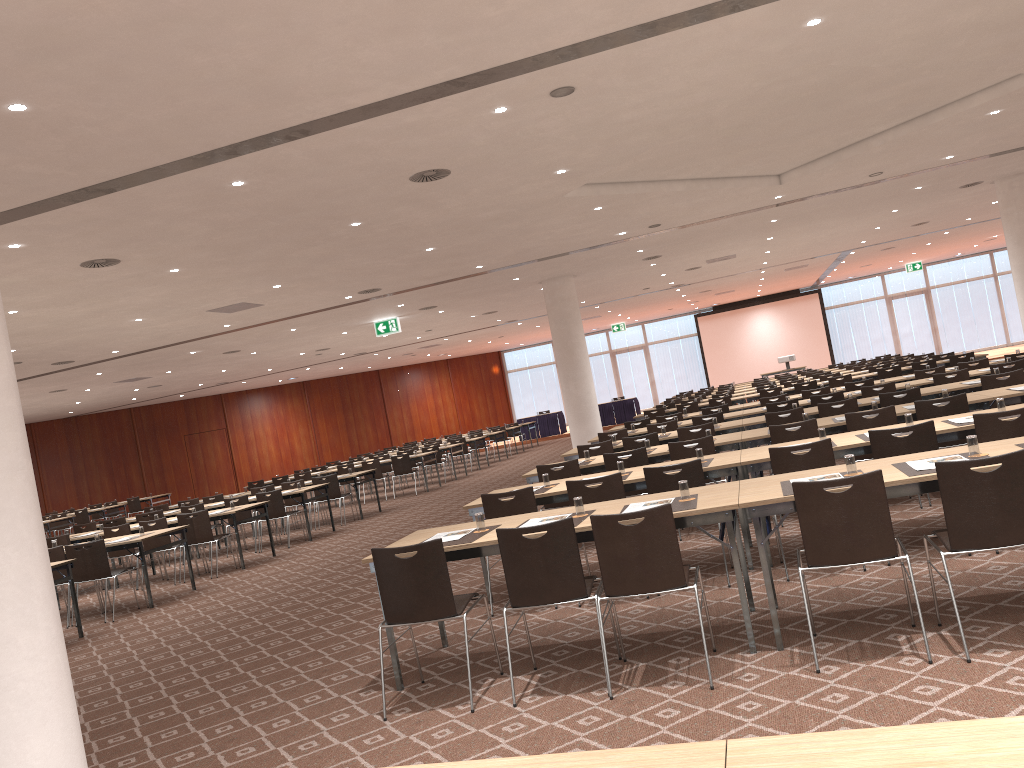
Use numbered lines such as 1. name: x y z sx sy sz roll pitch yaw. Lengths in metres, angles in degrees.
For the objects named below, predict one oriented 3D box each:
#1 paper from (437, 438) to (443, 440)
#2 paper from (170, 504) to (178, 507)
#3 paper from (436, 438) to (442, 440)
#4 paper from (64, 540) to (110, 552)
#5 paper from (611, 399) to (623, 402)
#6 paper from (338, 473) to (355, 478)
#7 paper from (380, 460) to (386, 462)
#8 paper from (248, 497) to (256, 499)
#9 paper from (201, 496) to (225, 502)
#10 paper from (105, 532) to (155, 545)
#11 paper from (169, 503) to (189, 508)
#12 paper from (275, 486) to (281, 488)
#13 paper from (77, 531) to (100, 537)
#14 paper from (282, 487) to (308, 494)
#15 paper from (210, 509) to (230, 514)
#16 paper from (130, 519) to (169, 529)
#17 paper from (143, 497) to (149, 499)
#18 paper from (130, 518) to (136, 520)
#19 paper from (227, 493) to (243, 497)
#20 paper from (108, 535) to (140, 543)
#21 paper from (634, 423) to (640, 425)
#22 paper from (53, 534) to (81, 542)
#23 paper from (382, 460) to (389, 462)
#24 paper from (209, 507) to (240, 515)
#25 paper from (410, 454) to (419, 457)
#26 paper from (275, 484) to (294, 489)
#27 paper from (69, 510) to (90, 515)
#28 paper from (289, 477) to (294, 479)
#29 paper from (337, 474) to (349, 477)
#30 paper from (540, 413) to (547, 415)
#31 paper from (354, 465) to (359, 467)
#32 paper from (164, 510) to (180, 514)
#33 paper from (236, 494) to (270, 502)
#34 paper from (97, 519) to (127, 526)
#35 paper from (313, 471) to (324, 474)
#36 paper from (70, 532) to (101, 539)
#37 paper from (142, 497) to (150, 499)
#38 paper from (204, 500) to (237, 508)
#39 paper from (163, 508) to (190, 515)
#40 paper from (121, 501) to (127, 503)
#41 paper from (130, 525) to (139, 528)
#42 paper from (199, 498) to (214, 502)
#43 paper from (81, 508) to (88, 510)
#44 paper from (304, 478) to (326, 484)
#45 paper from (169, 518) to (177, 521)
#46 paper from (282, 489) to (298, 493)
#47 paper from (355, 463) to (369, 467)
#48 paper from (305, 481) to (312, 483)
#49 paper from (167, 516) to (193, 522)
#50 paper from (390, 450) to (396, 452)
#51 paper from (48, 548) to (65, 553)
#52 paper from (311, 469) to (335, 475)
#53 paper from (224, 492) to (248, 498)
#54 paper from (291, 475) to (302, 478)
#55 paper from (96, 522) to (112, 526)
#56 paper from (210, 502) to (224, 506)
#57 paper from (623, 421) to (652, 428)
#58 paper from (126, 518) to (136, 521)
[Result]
1. paper: -2.571 1.911 30.522 0.460 0.003 0.565 -11 -1 16
2. paper: -6.683 2.418 17.717 0.284 0.006 0.398 -11 -1 14
3. paper: -2.604 1.915 30.594 0.284 0.006 0.398 -11 -1 15
4. paper: -5.396 2.039 11.113 0.460 0.003 0.565 -11 -1 16
5. paper: 3.845 0.606 32.473 0.460 0.003 0.565 -11 -1 15
6. paper: -3.241 1.749 16.750 0.460 0.003 0.565 -11 -1 12
7. paper: -3.006 1.776 20.360 0.284 0.006 0.398 -11 -1 13
8. paper: -4.381 1.926 15.049 0.284 0.006 0.398 -11 -1 15
9. paper: -5.990 2.285 17.473 0.460 0.003 0.565 -11 -1 16
10. paper: -4.778 1.919 10.959 0.460 0.003 0.565 -11 -1 11
11. paper: -6.625 2.410 17.660 0.460 0.003 0.565 -11 -1 17
12. paper: -4.509 1.994 17.174 0.284 0.006 0.398 -11 -1 16
13. paper: -6.427 2.282 13.538 0.284 0.006 0.398 -11 -1 13
14. paper: -3.747 1.805 14.820 0.460 0.003 0.565 -11 -1 14
15. paper: -4.276 1.861 12.919 0.284 0.006 0.398 -11 -1 14
16. paper: -5.467 2.097 13.219 0.460 0.003 0.565 -11 -1 17
17. paper: -11.052 3.434 26.676 0.284 0.006 0.398 -11 -1 18
18. paper: -6.537 2.346 15.611 0.284 0.006 0.398 -11 -1 14
19. paper: -5.430 2.174 17.400 0.284 0.006 0.398 -11 -1 17
20. paper: -4.808 1.922 11.017 0.284 0.006 0.398 -11 -1 12
21. paper: 2.157 0.693 15.367 0.284 0.006 0.398 -11 -1 15
22. paper: -7.012 2.398 13.633 0.460 0.003 0.565 -11 -1 15
23. paper: -2.960 1.770 20.301 0.460 0.003 0.565 -11 -1 12
24. paper: -4.264 1.862 12.878 0.460 0.003 0.565 -11 -1 14
25. paper: -2.346 1.650 20.123 0.460 0.003 0.565 -11 -1 16
26. paper: -4.452 1.985 17.066 0.460 0.003 0.565 -11 -1 12
27. paper: -12.141 3.605 24.830 0.460 0.003 0.565 -11 -1 14
28. paper: -5.099 2.188 20.869 0.460 0.003 0.565 -11 -1 12
29. paper: -3.290 1.756 16.795 0.284 0.006 0.398 -11 -1 14
30. paper: 1.178 1.121 33.129 0.284 0.006 0.398 -11 -1 15
31. paper: -3.609 1.895 20.546 0.284 0.006 0.398 -11 -1 14
32. paper: -5.918 2.225 15.453 0.284 0.006 0.398 -11 -1 15
33. paper: -4.383 1.928 14.983 0.460 0.003 0.565 -11 -1 13
34. paper: -7.148 2.468 15.719 0.460 0.003 0.565 -11 -1 13
35. paper: -4.558 2.079 20.760 0.284 0.006 0.398 -11 -1 15
36. paper: -6.408 2.280 13.458 0.460 0.003 0.565 -11 -1 14
37. paper: -11.004 3.427 26.616 0.460 0.003 0.565 -11 -1 14
38. paper: -4.957 2.040 15.106 0.460 0.003 0.565 -11 -1 15
39. paper: -5.886 2.222 15.398 0.460 0.003 0.565 -11 -1 17
40. paper: -11.682 3.557 26.849 0.284 0.006 0.398 -11 -1 15
41. paper: -5.519 2.104 13.277 0.284 0.006 0.398 -11 -1 14
42. paper: -6.030 2.291 17.570 0.284 0.006 0.398 -11 -1 13
43. paper: -13.189 3.853 27.194 0.460 0.003 0.565 -11 -1 11
44. paper: -3.865 1.870 16.888 0.460 0.003 0.565 -11 -1 16
45. paper: -4.908 1.985 13.107 0.284 0.006 0.398 -11 -1 15
46. paper: -3.759 1.804 14.877 0.284 0.006 0.398 -11 -1 14
47. paper: -3.577 1.890 20.450 0.460 0.003 0.565 -11 -1 12
48. paper: -3.883 1.871 16.953 0.284 0.006 0.398 -11 -1 17
49. paper: -4.858 1.978 13.045 0.460 0.003 0.565 -11 -1 16
50. paper: -3.608 2.025 26.747 0.284 0.006 0.398 -11 -1 18
51. paper: -5.967 2.151 11.289 0.460 0.003 0.565 -11 -1 15
52. paper: -4.473 2.066 20.713 0.460 0.003 0.565 -11 -1 16
53. paper: -5.407 2.172 17.339 0.460 0.003 0.565 -11 -1 15
54. paper: -5.122 2.190 20.951 0.284 0.006 0.398 -11 -1 18
55. paper: -7.171 2.470 15.789 0.284 0.006 0.398 -11 -1 15
56. paper: -4.994 2.045 15.219 0.284 0.006 0.398 -11 -1 16
57. paper: 2.166 0.693 15.255 0.460 0.003 0.565 -11 -1 16
58. paper: -6.519 2.345 15.555 0.460 0.003 0.565 -11 -1 16
